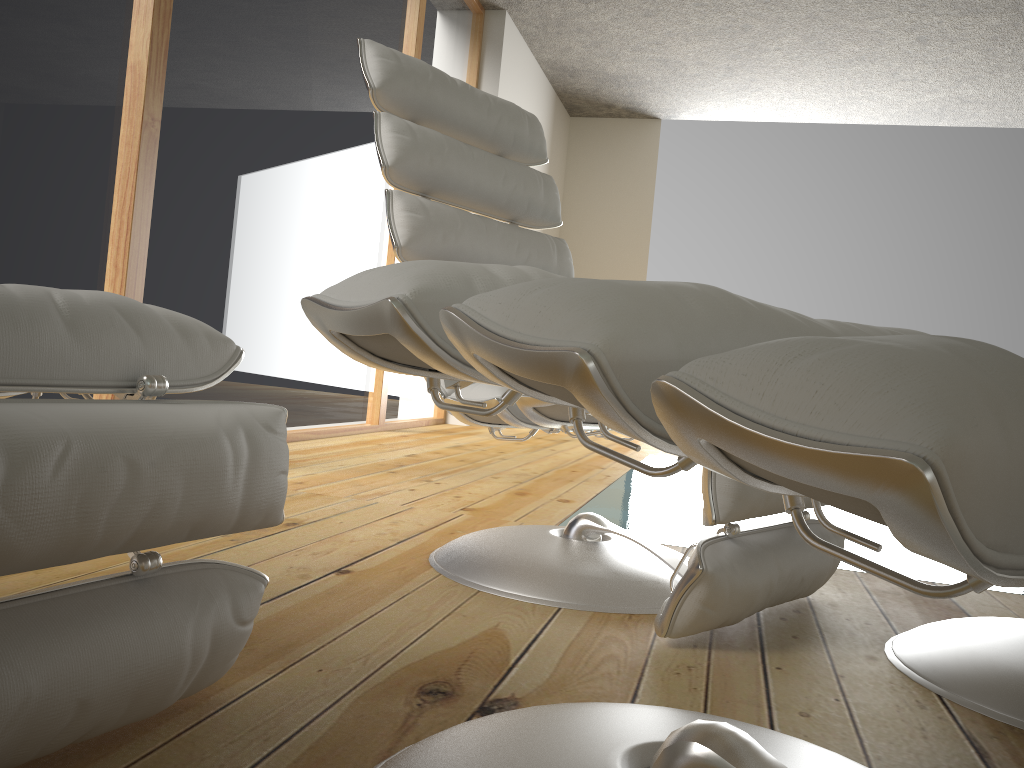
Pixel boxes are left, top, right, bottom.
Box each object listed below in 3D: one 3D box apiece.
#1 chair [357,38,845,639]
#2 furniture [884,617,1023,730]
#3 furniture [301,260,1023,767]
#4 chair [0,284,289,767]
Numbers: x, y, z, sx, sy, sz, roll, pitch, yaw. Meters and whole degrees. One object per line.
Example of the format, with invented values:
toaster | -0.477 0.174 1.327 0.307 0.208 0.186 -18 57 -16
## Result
chair | 0.150 -0.138 1.661 0.915 0.969 0.568 6 0 39
furniture | 0.888 0.207 1.187 0.686 0.439 0.569 6 0 21
furniture | 0.197 0.151 0.628 0.569 0.439 0.687 5 1 -41
chair | -0.700 -0.205 0.826 0.915 0.969 0.569 6 0 24
